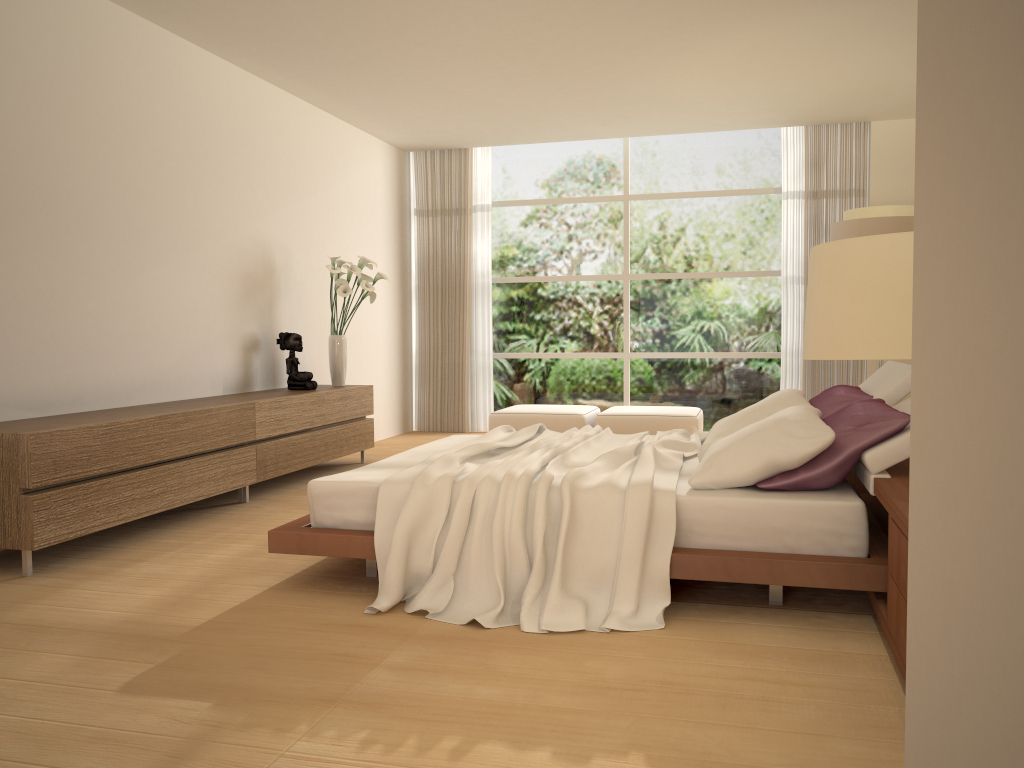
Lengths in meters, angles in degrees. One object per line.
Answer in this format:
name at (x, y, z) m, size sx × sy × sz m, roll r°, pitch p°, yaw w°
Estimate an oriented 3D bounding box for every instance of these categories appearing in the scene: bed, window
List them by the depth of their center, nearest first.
bed at (0.441, 0.550, 4.441) m, size 2.535 × 0.570 × 2.599 m, roll 0°, pitch 3°, yaw 15°
window at (1.233, -1.151, 9.547) m, size 4.781 × 3.371 × 0.071 m, roll 0°, pitch 3°, yaw 15°

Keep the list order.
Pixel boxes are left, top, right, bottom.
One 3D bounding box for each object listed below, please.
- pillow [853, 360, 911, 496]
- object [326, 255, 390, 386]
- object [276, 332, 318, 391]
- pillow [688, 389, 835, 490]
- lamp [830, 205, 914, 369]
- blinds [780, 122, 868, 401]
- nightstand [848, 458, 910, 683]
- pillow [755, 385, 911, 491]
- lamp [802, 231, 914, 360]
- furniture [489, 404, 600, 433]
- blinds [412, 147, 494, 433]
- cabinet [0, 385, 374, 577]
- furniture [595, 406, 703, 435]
pillow at (1.764, 0.146, 4.116) m, size 0.461 × 0.457 × 1.779 m, roll 0°, pitch 3°, yaw 14°
object at (-1.308, -0.524, 7.316) m, size 0.515 × 1.085 × 0.608 m, roll -2°, pitch 4°, yaw -27°
object at (-1.671, -0.179, 6.923) m, size 0.282 × 0.453 × 0.181 m, roll 0°, pitch 3°, yaw 15°
pillow at (1.183, 0.229, 4.262) m, size 0.561 × 0.339 × 1.720 m, roll 0°, pitch 3°, yaw 15°
lamp at (2.884, -0.337, 6.924) m, size 0.817 × 2.018 × 0.817 m, roll -2°, pitch 4°, yaw -32°
blinds at (3.062, -1.110, 8.731) m, size 0.814 × 3.351 × 0.202 m, roll 0°, pitch 3°, yaw 14°
nightstand at (1.823, 0.572, 4.123) m, size 0.493 × 0.539 × 4.220 m, roll 0°, pitch 3°, yaw 15°
pillow at (1.446, 0.216, 4.197) m, size 0.575 × 0.369 × 1.683 m, roll 0°, pitch 3°, yaw 15°
lamp at (0.790, -1.243, 1.650) m, size 0.451 × 2.399 × 0.451 m, roll 0°, pitch 3°, yaw 13°
furniture at (0.347, 0.408, 8.875) m, size 0.965 × 0.346 × 0.964 m, roll 0°, pitch 3°, yaw 15°
blinds at (-0.671, -1.140, 9.799) m, size 0.950 × 3.352 × 0.211 m, roll 0°, pitch 3°, yaw 14°
cabinet at (-1.945, 0.443, 5.838) m, size 0.588 × 0.662 × 3.713 m, roll 0°, pitch 3°, yaw 15°
furniture at (1.346, 0.416, 8.604) m, size 0.965 × 0.346 × 0.964 m, roll 0°, pitch 3°, yaw 15°
